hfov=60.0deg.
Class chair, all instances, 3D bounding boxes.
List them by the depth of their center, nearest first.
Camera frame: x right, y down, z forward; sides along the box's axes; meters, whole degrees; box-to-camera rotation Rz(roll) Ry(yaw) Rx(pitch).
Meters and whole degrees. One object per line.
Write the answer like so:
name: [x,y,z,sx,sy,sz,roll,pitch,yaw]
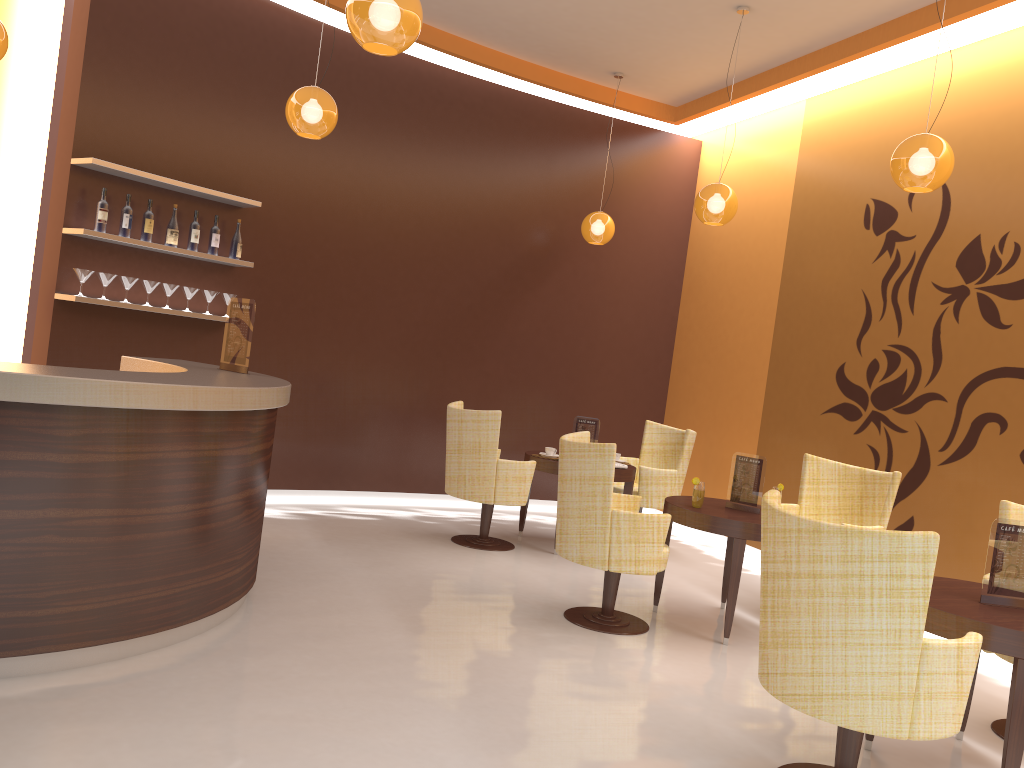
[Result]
chair: [1.182,0.941,3.077,0.685,1.017,0.729,7,1,-25]
chair: [2.501,1.097,3.969,0.729,1.017,0.685,9,2,36]
chair: [0.544,0.811,4.922,0.685,1.017,0.729,8,1,-5]
chair: [1.984,0.988,5.596,0.685,1.017,0.729,7,2,-34]
chair: [-0.191,0.674,6.549,0.685,1.017,0.729,7,1,-25]
chair: [1.125,0.829,7.441,0.685,1.017,0.729,7,1,-22]

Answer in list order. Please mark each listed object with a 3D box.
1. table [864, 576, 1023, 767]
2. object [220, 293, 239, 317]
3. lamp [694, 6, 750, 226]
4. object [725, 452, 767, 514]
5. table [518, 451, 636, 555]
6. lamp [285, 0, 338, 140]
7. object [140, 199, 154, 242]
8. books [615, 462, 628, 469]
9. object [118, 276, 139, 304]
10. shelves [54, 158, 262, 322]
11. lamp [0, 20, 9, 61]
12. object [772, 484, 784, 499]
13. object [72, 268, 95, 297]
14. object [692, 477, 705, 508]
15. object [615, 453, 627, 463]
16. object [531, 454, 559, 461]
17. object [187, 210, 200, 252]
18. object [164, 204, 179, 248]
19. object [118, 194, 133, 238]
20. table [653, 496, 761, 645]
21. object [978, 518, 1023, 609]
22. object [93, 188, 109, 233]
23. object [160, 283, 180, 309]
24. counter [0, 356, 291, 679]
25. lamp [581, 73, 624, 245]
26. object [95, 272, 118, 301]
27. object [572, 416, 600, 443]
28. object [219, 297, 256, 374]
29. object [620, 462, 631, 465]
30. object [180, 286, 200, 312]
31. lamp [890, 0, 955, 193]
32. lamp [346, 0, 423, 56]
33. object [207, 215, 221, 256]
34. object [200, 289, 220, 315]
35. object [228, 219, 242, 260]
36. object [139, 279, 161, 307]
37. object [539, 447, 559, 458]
table: [1.862,1.194,3.448,0.872,0.679,0.874,8,1,15]
object: [-2.094,-0.577,6.539,0.137,0.174,0.137,9,2,43]
lamp: [1.503,-1.856,6.159,0.299,1.500,0.299,8,1,21]
object: [0.995,0.504,6.056,0.187,0.335,2.090,7,2,-26]
table: [0.489,0.927,6.919,0.872,0.679,0.874,8,1,15]
lamp: [-1.075,-2.177,5.115,0.299,1.500,0.299,8,1,-4]
object: [-2.463,-1.100,6.002,0.073,0.297,0.073,7,1,-24]
books: [0.642,0.594,6.673,0.367,0.035,0.345,7,2,-32]
object: [-2.583,-0.630,5.951,0.137,0.174,0.137,9,2,43]
shelves: [-3.129,-1.002,4.548,0.586,0.902,4.744,8,1,25]
lamp: [-2.641,-2.372,4.481,0.299,1.500,0.299,8,1,-4]
object: [1.590,0.684,5.341,0.067,0.171,0.072,8,2,26]
object: [-2.764,-0.648,5.700,0.137,0.174,0.137,9,2,33]
object: [1.064,0.620,5.058,0.072,0.171,0.067,7,2,-39]
object: [0.825,0.586,7.056,0.153,0.069,0.153,7,2,-38]
object: [0.267,0.548,6.751,0.239,0.021,0.464,7,1,-8]
object: [-2.245,-1.078,6.269,0.073,0.297,0.073,8,1,16]
object: [-2.352,-1.094,6.152,0.086,0.303,0.086,7,2,-38]
object: [-2.554,-1.110,5.875,0.073,0.297,0.073,8,1,16]
table: [1.286,1.075,5.185,0.872,0.679,0.874,8,1,10]
object: [1.933,0.692,3.427,0.209,0.335,0.042,8,1,-4]
object: [-2.651,-1.119,5.735,0.073,0.297,0.073,8,1,16]
object: [-2.398,-0.609,6.187,0.137,0.174,0.137,9,2,43]
counter: [-1.999,0.452,3.941,1.586,1.100,2.917,8,1,23]
lamp: [0.842,-1.985,7.829,0.299,1.500,0.299,7,1,-22]
object: [-2.673,-0.639,5.825,0.137,0.174,0.137,9,2,33]
object: [0.571,0.426,6.955,0.209,0.335,0.042,8,1,1]
object: [-1.537,-0.275,4.973,0.258,0.414,0.052,9,2,37]
object: [0.840,0.617,7.058,0.239,0.021,0.464,7,2,-26]
object: [-2.299,-0.598,6.304,0.137,0.174,0.137,9,2,43]
lamp: [2.163,-1.728,4.489,0.299,1.500,0.299,8,1,3]
lamp: [-0.415,-2.049,3.445,0.299,1.500,0.299,6,2,-44]
object: [-2.142,-1.067,6.389,0.073,0.297,0.073,8,1,16]
object: [-2.195,-0.587,6.422,0.137,0.174,0.137,8,1,3]
object: [-2.023,-1.059,6.519,0.086,0.303,0.086,7,1,-8]
object: [-2.487,-0.618,6.070,0.137,0.174,0.137,9,2,43]
object: [0.287,0.521,6.761,0.153,0.069,0.153,8,1,5]
